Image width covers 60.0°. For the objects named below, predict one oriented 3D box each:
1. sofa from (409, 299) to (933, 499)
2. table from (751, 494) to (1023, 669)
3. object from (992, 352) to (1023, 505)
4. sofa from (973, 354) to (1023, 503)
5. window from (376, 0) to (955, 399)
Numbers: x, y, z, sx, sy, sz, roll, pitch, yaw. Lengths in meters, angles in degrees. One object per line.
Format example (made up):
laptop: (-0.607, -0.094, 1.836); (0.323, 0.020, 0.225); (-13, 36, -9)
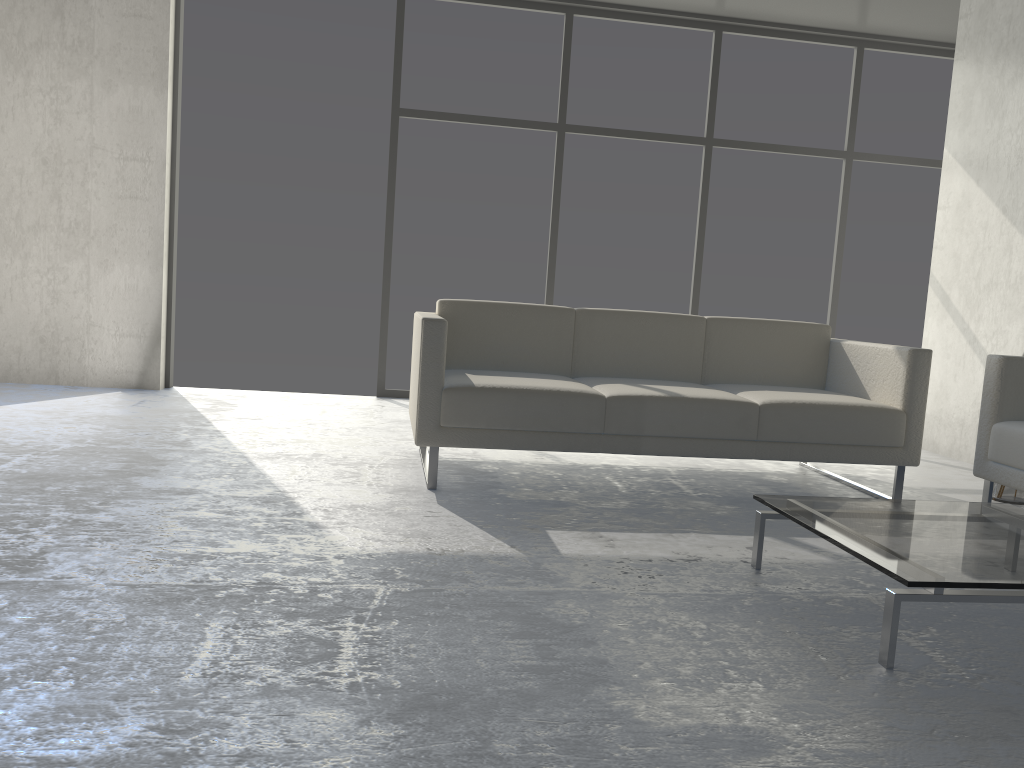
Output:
sofa: (0.553, 0.043, 3.539); (1.881, 0.658, 0.821); (3, 6, -8)
table: (1.083, 0.454, 2.128); (0.773, 0.190, 0.730); (3, 6, -8)
object: (2.093, -0.031, 3.355); (0.387, 1.051, 0.400); (6, 6, 19)
sofa: (2.185, 0.274, 2.309); (0.821, 0.658, 1.881); (3, 6, -8)
window: (1.250, -1.042, 5.721); (4.080, 2.477, 0.037); (3, 6, -8)
